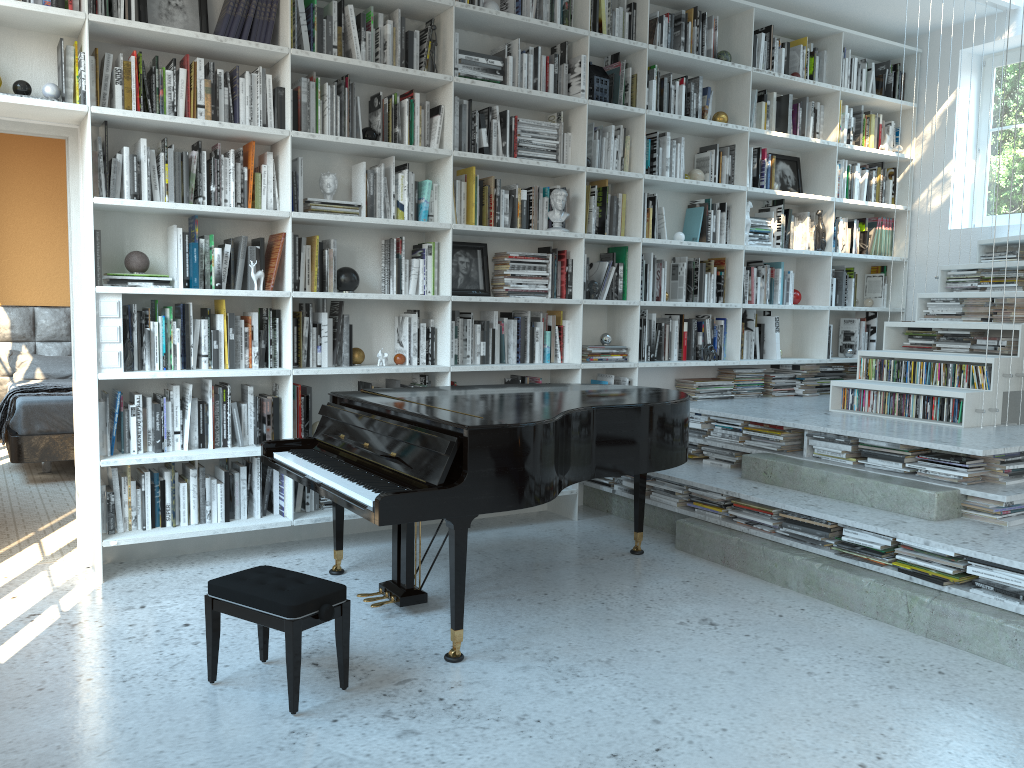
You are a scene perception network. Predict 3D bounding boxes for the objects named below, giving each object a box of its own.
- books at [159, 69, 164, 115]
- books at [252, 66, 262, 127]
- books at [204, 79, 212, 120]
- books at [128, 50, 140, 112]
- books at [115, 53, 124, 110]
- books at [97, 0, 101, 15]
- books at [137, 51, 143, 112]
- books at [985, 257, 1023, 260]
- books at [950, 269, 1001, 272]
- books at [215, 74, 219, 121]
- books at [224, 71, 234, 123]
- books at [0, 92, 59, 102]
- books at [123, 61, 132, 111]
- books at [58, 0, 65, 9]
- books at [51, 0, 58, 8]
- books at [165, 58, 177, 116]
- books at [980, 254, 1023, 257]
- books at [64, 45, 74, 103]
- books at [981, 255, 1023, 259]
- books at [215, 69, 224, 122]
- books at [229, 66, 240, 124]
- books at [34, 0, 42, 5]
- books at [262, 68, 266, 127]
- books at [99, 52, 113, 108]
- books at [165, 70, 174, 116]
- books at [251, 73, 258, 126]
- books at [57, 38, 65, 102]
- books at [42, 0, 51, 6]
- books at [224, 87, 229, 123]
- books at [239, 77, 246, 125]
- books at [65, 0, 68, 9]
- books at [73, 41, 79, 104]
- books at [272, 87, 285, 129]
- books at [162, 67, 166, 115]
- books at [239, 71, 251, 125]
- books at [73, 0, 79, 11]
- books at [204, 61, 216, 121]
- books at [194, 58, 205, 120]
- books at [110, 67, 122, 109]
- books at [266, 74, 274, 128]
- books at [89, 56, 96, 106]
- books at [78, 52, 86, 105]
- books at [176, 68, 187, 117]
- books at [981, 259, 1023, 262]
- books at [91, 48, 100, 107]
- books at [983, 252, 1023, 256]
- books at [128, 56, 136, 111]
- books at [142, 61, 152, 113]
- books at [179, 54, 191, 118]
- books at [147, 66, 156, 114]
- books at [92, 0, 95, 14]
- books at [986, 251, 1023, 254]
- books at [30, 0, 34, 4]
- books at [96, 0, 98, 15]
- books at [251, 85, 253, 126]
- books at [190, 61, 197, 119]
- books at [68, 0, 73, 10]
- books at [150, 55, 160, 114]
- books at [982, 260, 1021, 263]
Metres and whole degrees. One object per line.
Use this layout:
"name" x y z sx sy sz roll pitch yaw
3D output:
"books" -1.579 -1.276 3.960 0.014 0.218 0.164 -2 6 -31
"books" -1.205 -1.323 4.171 0.012 0.291 0.182 -2 6 -31
"books" -1.408 -1.269 4.048 0.029 0.195 0.191 -2 6 -31
"books" -1.666 -1.305 3.909 0.020 0.281 0.164 -2 6 -31
"books" -1.718 -1.295 3.881 0.010 0.263 0.150 -2 6 -31
"books" -1.777 -1.640 3.794 0.009 0.229 0.184 -2 6 -31
"books" -1.647 -1.303 3.908 0.011 0.278 0.164 -2 6 -31
"books" 3.229 -0.806 5.739 0.145 0.010 0.266 -1 5 -22
"books" 2.894 -0.707 5.540 0.165 0.014 0.235 0 5 -14
"books" -1.377 -1.290 4.084 0.013 0.232 0.171 -2 6 -31
"books" -1.328 -1.307 4.132 0.035 0.261 0.131 -2 6 -31
"books" -2.050 -1.184 3.694 0.285 0.012 0.159 -2 5 -29
"books" -1.698 -1.278 3.890 0.030 0.230 0.172 -2 6 -31
"books" -1.904 -1.617 3.732 0.026 0.188 0.154 -2 6 -31
"books" -1.935 -1.621 3.730 0.029 0.196 0.146 -2 6 -31
"books" -1.533 -1.305 3.991 0.014 0.273 0.180 -2 6 -31
"books" 3.205 -0.824 5.728 0.184 0.006 0.262 -1 5 -25
"books" -1.898 -1.294 3.792 0.044 0.269 0.133 -2 6 -31
"books" 3.209 -0.816 5.730 0.169 0.010 0.282 0 5 -16
"books" -1.366 -1.306 4.105 0.029 0.261 0.157 -2 6 -31
"books" -1.299 -1.316 4.128 0.012 0.281 0.188 -2 6 -31
"books" -1.982 -1.612 3.694 0.031 0.183 0.151 -2 6 -31
"books" -1.197 -1.324 4.190 0.022 0.290 0.169 -2 6 -31
"books" -1.775 -1.291 3.856 0.062 0.258 0.152 -2 6 -31
"books" -1.550 -1.277 3.978 0.031 0.217 0.173 -2 6 -31
"books" -1.236 -1.313 4.187 0.024 0.266 0.155 -2 6 -31
"books" -1.911 -1.299 3.758 0.012 0.285 0.159 -2 6 -31
"books" -1.944 -1.634 3.689 0.029 0.229 0.191 -2 6 -31
"books" -1.345 -1.269 4.120 0.022 0.186 0.136 -2 6 -31
"books" -1.279 -1.292 4.138 0.030 0.231 0.172 -2 6 -31
"books" -1.894 -1.642 3.752 0.014 0.236 0.143 -2 6 -31
"books" -1.867 -1.302 3.792 0.010 0.286 0.137 -2 6 -31
"books" -1.128 -1.280 4.204 0.039 0.202 0.235 -2 6 -31
"books" -1.572 -1.282 3.972 0.011 0.229 0.170 -2 6 -31
"books" -1.256 -1.309 4.149 0.022 0.263 0.174 -2 6 -31
"books" -1.862 -1.660 3.774 0.037 0.269 0.113 -2 6 -31
"books" -1.398 -1.317 4.081 0.025 0.286 0.161 -2 6 -31
"books" -1.434 -1.313 4.031 0.030 0.286 0.185 -2 6 -31
"books" -1.725 -1.259 3.861 0.026 0.195 0.175 -2 6 -31
"books" -1.172 -1.312 4.204 0.035 0.264 0.177 -2 6 -31
"books" -1.817 -1.276 3.822 0.022 0.233 0.151 -2 6 -31
"books" -1.835 -1.269 3.772 0.021 0.225 0.231 -2 6 -31
"books" -1.510 -1.289 4.012 0.047 0.238 0.162 -2 6 -31
"books" 3.207 -0.796 5.732 0.182 0.011 0.253 -1 5 -24
"books" -1.798 -1.291 3.822 0.012 0.263 0.180 -2 6 -31
"books" 3.218 -0.836 5.731 0.150 0.017 0.288 0 5 -16
"books" -1.678 -1.290 3.899 0.014 0.253 0.187 -2 6 -31
"books" -1.632 -1.291 3.939 0.047 0.250 0.134 -2 6 -31
"books" -1.485 -1.323 4.027 0.014 0.304 0.151 -2 6 -31
"books" -1.609 -1.283 3.960 0.012 0.231 0.149 -2 6 -31
"books" -1.799 -1.645 3.796 0.005 0.238 0.154 -2 6 -31
"books" 3.223 -0.849 5.732 0.160 0.008 0.238 -1 5 -22
"books" -1.991 -1.670 3.664 0.012 0.303 0.189 -2 6 -31
"books" -1.791 -1.671 3.801 0.006 0.289 0.144 -2 6 -31
"books" -1.248 -1.282 4.172 0.013 0.206 0.172 -2 6 -31
"books" -1.460 -1.306 4.022 0.023 0.271 0.186 -2 6 -31
"books" -1.875 -1.671 3.746 0.014 0.294 0.172 -2 6 -31
"books" -1.596 -1.306 3.960 0.012 0.277 0.150 -2 6 -31
"books" 3.215 -0.787 5.735 0.173 0.006 0.266 -1 5 -22
